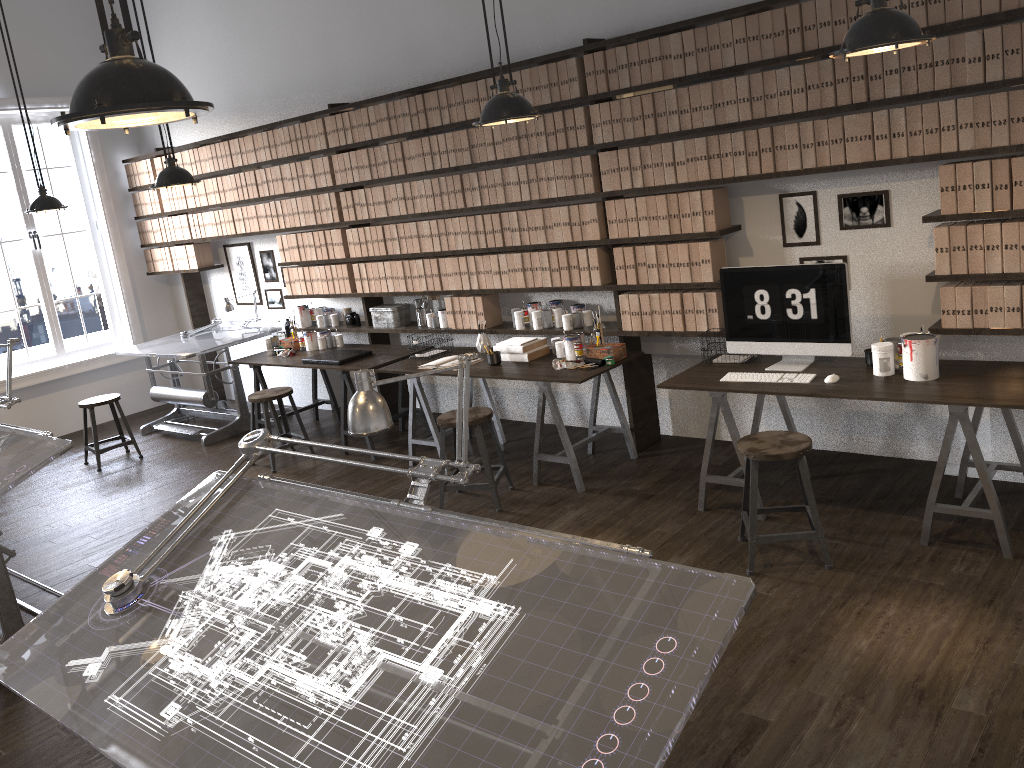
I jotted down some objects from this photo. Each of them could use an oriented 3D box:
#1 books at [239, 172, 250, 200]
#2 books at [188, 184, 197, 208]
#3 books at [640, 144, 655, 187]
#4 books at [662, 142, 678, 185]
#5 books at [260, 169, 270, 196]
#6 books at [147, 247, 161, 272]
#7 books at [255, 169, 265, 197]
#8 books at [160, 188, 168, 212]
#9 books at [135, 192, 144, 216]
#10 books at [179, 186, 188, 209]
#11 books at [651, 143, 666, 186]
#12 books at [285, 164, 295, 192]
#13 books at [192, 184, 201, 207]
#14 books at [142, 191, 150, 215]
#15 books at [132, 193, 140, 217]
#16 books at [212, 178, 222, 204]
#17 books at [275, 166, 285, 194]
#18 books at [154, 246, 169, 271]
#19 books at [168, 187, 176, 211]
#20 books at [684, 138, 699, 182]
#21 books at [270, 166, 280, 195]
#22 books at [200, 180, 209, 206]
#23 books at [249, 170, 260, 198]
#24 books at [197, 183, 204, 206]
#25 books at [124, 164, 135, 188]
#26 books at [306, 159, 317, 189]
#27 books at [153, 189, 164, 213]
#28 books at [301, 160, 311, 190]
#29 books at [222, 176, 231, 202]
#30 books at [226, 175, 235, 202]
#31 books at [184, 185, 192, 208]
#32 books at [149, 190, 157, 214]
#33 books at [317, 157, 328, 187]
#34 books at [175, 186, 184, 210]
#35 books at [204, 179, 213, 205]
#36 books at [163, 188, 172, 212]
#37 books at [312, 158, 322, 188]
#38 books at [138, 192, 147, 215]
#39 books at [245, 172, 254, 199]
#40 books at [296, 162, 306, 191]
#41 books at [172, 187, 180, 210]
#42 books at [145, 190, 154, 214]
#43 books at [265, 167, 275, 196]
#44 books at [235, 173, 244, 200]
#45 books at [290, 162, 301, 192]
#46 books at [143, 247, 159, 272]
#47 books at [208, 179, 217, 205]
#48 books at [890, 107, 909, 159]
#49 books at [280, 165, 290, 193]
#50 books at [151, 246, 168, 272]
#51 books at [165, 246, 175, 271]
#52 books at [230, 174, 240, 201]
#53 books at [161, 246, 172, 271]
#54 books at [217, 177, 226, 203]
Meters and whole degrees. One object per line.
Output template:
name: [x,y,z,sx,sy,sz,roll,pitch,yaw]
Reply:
books: [-2.172,-1.665,7.423,0.067,0.223,0.176,1,15,41]
books: [-2.803,-1.703,7.961,0.067,0.223,0.176,1,15,41]
books: [0.803,-1.227,4.960,0.067,0.223,0.176,1,15,41]
books: [0.906,-1.219,4.864,0.067,0.224,0.176,1,15,41]
books: [-1.948,-1.651,7.229,0.067,0.223,0.176,1,15,41]
books: [-3.469,-1.223,8.697,0.067,0.224,0.176,1,15,41]
books: [-1.999,-1.655,7.279,0.067,0.223,0.176,1,15,41]
books: [-3.177,-1.726,8.283,0.067,0.223,0.176,1,15,41]
books: [-3.540,-1.754,8.590,0.067,0.224,0.176,1,15,41]
books: [-2.914,-1.710,8.056,0.067,0.224,0.176,1,15,41]
books: [0.855,-1.223,4.913,0.067,0.223,0.176,1,15,41]
books: [-1.690,-1.635,7.010,0.067,0.223,0.176,1,15,41]
books: [-2.746,-1.701,7.918,0.067,0.223,0.176,1,15,41]
books: [-3.435,-1.748,8.505,0.067,0.223,0.176,1,15,41]
books: [-3.591,-1.758,8.639,0.067,0.223,0.176,1,15,41]
books: [-2.491,-1.684,7.693,0.067,0.224,0.176,1,15,41]
books: [-1.791,-1.640,7.092,0.067,0.224,0.176,1,15,41]
books: [-3.361,-1.217,8.608,0.067,0.223,0.176,1,15,41]
books: [-3.069,-1.719,8.187,0.067,0.224,0.176,1,15,41]
books: [1.011,-1.213,4.779,0.067,0.223,0.176,1,15,41]
books: [-1.838,-1.645,7.140,0.067,0.223,0.176,1,15,41]
books: [-2.645,-1.693,7.824,0.067,0.224,0.176,1,15,41]
books: [-2.060,-1.657,7.324,0.067,0.224,0.176,1,15,41]
books: [-2.692,-1.697,7.872,0.067,0.223,0.176,1,15,41]
books: [-3.640,-2.024,8.590,0.067,0.224,0.176,1,15,41]
books: [-1.478,-1.621,6.824,0.067,0.224,0.176,1,15,41]
books: [-3.278,-1.739,8.372,0.067,0.223,0.176,1,15,41]
books: [-1.526,-1.626,6.874,0.067,0.223,0.176,1,15,41]
books: [-2.381,-1.679,7.606,0.067,0.223,0.176,1,15,41]
books: [-2.330,-1.674,7.558,0.067,0.223,0.176,1,15,41]
books: [-2.854,-1.708,8.011,0.067,0.223,0.176,1,15,41]
books: [-3.332,-1.742,8.418,0.067,0.223,0.176,1,15,41]
books: [-1.377,-1.616,6.742,0.067,0.223,0.176,1,15,41]
books: [-2.967,-1.714,8.108,0.067,0.223,0.176,1,15,41]
books: [-2.591,-1.691,7.784,0.067,0.223,0.176,1,15,41]
books: [-3.124,-1.722,8.234,0.067,0.223,0.176,1,15,41]
books: [-1.424,-1.619,6.784,0.067,0.223,0.176,1,15,41]
books: [-3.483,-1.751,8.545,0.067,0.223,0.176,1,15,41]
books: [-2.112,-1.662,7.376,0.067,0.223,0.176,1,15,41]
books: [-1.580,-1.629,6.918,0.067,0.223,0.176,1,15,41]
books: [-3.018,-1.717,8.149,0.067,0.223,0.176,1,15,41]
books: [-3.387,-1.744,8.458,0.067,0.224,0.176,1,15,41]
books: [-1.892,-1.648,7.186,0.067,0.223,0.176,1,15,41]
books: [-2.222,-1.667,7.461,0.067,0.224,0.176,1,15,41]
books: [-1.636,-1.631,6.961,0.067,0.224,0.176,1,15,41]
books: [-3.523,-1.228,8.750,0.067,0.223,0.176,1,15,41]
books: [-2.544,-1.687,7.742,0.067,0.223,0.176,1,15,41]
books: [1.812,-1.163,4.090,0.067,0.223,0.176,1,15,41]
books: [-1.737,-1.638,7.052,0.067,0.223,0.176,1,15,41]
books: [-3.409,-1.221,8.653,0.067,0.223,0.176,1,15,41]
books: [-3.204,-1.207,8.472,0.067,0.223,0.176,1,15,41]
books: [-2.277,-1.670,7.508,0.067,0.223,0.176,1,15,41]
books: [-3.261,-1.210,8.517,0.067,0.223,0.176,1,15,41]
books: [-2.435,-1.681,7.650,0.067,0.223,0.176,1,15,41]
